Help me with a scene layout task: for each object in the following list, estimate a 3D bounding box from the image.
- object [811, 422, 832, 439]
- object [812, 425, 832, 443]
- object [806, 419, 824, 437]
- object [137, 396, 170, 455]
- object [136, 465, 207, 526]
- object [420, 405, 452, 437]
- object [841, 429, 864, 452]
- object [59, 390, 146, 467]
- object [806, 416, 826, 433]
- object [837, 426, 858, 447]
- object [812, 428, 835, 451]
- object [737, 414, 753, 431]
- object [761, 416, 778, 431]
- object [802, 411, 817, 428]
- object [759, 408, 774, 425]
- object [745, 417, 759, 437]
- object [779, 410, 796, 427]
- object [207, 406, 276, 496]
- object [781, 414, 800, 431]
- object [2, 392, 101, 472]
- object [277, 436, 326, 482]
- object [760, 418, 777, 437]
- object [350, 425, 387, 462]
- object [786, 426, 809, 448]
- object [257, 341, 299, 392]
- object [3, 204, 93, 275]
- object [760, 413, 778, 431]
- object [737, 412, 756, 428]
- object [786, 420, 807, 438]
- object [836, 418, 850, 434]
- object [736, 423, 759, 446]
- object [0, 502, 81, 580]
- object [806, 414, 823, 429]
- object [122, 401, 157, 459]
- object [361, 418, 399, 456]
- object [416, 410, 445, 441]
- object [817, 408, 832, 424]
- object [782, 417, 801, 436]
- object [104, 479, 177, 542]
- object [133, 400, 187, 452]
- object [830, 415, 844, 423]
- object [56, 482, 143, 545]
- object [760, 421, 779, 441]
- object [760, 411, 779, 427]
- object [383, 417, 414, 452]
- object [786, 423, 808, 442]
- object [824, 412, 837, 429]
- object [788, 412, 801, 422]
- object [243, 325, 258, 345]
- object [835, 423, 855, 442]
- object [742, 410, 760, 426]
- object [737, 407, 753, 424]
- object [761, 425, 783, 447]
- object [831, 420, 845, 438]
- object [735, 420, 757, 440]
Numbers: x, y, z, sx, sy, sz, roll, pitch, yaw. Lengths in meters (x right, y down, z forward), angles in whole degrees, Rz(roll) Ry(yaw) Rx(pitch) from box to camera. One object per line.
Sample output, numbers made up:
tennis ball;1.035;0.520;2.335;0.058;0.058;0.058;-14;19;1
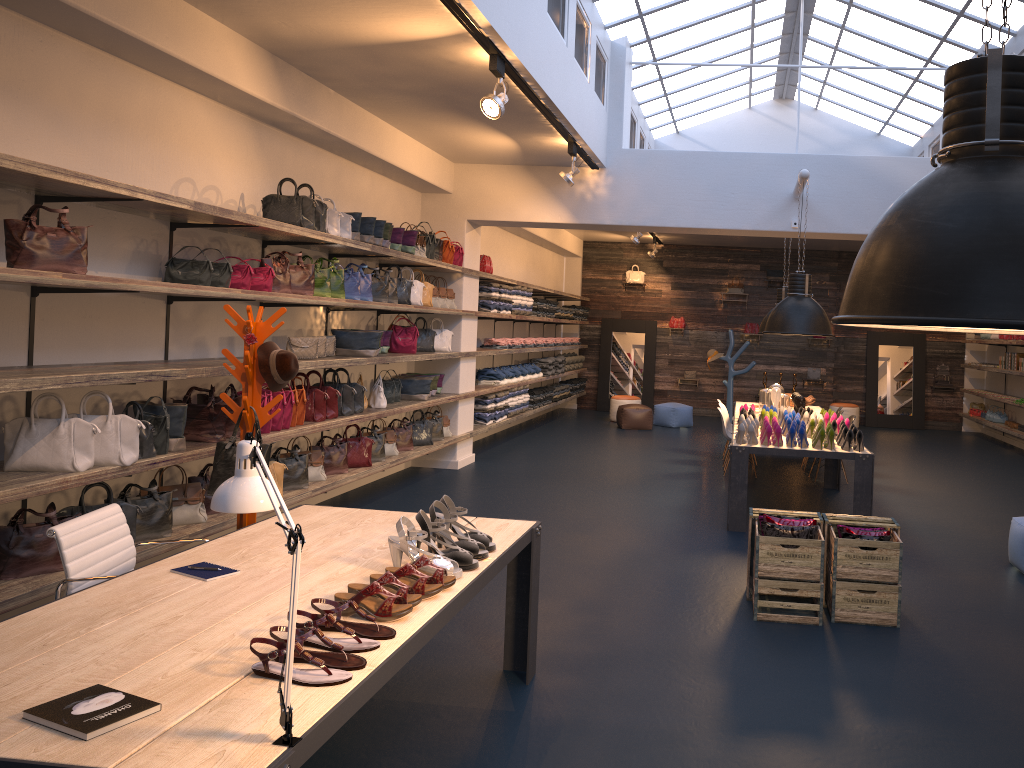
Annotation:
object;2.914;0.445;8.134;0.199;0.195;0.246;3;2;7
object;2.828;0.458;7.879;0.197;0.195;0.249;3;2;11
object;2.946;0.427;8.422;0.197;0.195;0.249;3;2;11
object;-2.039;0.235;4.902;0.227;0.329;0.113;3;0;14
object;-2.062;0.671;5.269;0.415;0.367;0.164;1;1;-39
object;-0.865;0.420;9.802;0.415;0.367;0.164;1;1;-39
object;2.980;0.486;7.580;0.197;0.195;0.249;3;2;11
object;-2.136;0.225;4.502;0.442;0.386;0.185;2;1;-14
object;3.057;0.412;8.719;0.197;0.195;0.249;3;2;11
object;3.051;0.471;7.861;0.197;0.195;0.249;3;2;11
object;2.740;0.472;7.610;0.201;0.195;0.244;3;2;4
object;2.312;0.388;8.532;0.192;0.195;0.254;3;2;20
object;2.528;0.403;8.470;0.193;0.195;0.253;3;2;19
object;3.167;0.380;9.261;0.199;0.195;0.246;3;2;7
object;2.744;0.355;9.330;0.195;0.195;0.251;3;2;14
object;2.251;0.406;8.226;0.204;0.195;0.239;3;2;-2
object;2.969;0.368;9.305;0.197;0.195;0.249;3;2;11
object;-1.526;0.389;4.882;0.362;0.524;0.208;3;0;16
object;2.828;0.397;8.768;0.203;0.195;0.249;3;2;11
object;-2.264;0.234;4.279;0.442;0.386;0.185;2;1;-14
object;-1.656;0.586;6.809;0.415;0.367;0.164;1;1;-39
object;2.448;0.417;8.209;0.194;0.195;0.251;3;2;16
object;-1.290;0.544;7.883;0.407;0.339;0.199;1;2;-39
object;2.517;0.458;7.656;0.193;0.195;0.253;3;2;19
object;-1.335;-0.099;5.034;0.176;0.290;0.283;3;2;19
object;-2.229;-0.700;4.197;0.407;0.339;0.199;1;2;-42
object;2.604;0.388;8.747;0.197;0.195;0.249;3;2;11
object;2.392;0.374;8.802;0.199;0.195;0.246;3;2;7
object;2.694;0.430;8.200;0.198;0.195;0.247;3;2;9
object;3.293;0.426;8.681;0.199;0.195;0.246;3;2;8
object;2.076;0.436;7.667;0.194;0.195;0.252;3;2;17
object;-2.285;0.746;4.188;0.407;0.339;0.199;1;2;-42
object;3.147;0.398;8.996;0.197;0.195;0.249;3;2;11
object;-2.112;0.247;4.778;0.325;0.309;0.161;3;1;17
object;-1.272;0.505;8.263;0.415;0.367;0.164;1;1;-39
object;-0.874;0.456;9.459;0.407;0.339;0.199;1;2;-39
object;3.531;0.363;9.776;0.197;0.195;0.249;3;2;11
object;2.736;0.414;8.463;0.197;0.195;0.249;3;2;11
object;-2.081;0.709;4.890;0.407;0.339;0.199;1;2;-39
object;-2.038;0.248;5.050;0.315;0.285;0.196;4;1;29
object;3.356;0.410;8.965;0.193;0.195;0.253;3;2;18
object;-2.181;0.699;4.571;0.461;0.386;0.177;1;2;-42
object;2.372;0.432;7.941;0.197;0.195;0.249;3;2;11
object;2.689;0.372;9.034;0.197;0.195;0.249;3;2;11
object;-1.112;0.500;8.631;0.407;0.339;0.199;1;2;-42
object;2.609;0.443;7.942;0.197;0.195;0.249;3;2;11
object;3.386;0.392;9.253;0.197;0.195;0.249;3;2;11
object;2.925;0.385;9.025;0.197;0.195;0.249;3;2;11
object;-1.474;-0.275;4.898;0.079;0.112;0.064;3;1;-9
object;3.140;0.456;8.139;0.197;0.195;0.249;3;2;11
object;2.483;0.360;9.072;0.193;0.195;0.253;3;2;19
object;2.525;0.344;9.336;0.197;0.195;0.249;3;2;11
object;2.299;0.447;7.655;0.198;0.195;0.247;3;2;9
object;3.170;0.438;8.430;0.192;0.195;0.254;3;2;19
object;2.151;0.420;7.952;0.201;0.195;0.243;3;2;3
